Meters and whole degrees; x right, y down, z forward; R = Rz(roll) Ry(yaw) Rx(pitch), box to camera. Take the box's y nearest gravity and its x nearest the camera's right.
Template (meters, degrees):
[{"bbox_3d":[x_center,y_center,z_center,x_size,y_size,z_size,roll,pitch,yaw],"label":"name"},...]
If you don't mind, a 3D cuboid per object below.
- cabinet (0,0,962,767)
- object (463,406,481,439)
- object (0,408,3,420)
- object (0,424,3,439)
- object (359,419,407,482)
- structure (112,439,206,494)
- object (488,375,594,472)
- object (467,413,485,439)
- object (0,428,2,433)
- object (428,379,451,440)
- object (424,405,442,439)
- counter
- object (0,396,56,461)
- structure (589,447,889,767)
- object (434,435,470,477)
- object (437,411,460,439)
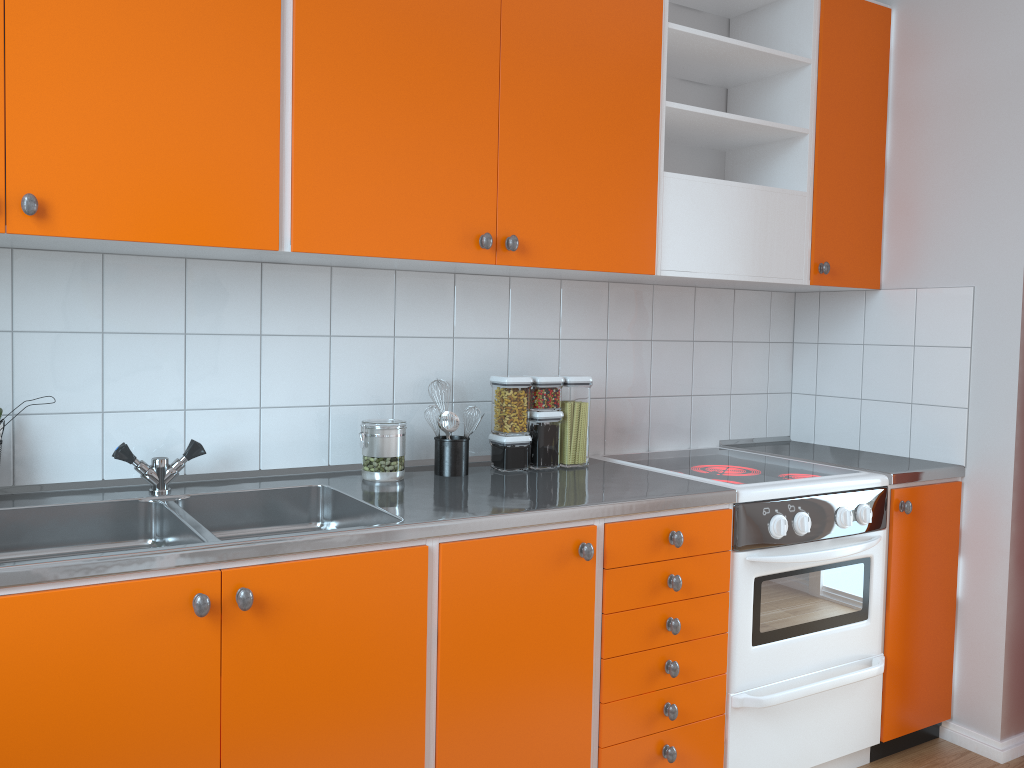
[{"bbox_3d":[-0.083,-0.057,2.189,3.077,2.347,0.711,-1,4,-31],"label":"cabinet"},{"bbox_3d":[-0.116,0.121,2.342,0.044,0.131,0.077,-1,4,-40],"label":"object"},{"bbox_3d":[-1.126,0.151,1.885,0.024,0.198,0.074,3,4,36],"label":"object"},{"bbox_3d":[-1.108,0.168,1.877,0.021,0.166,0.054,3,4,34],"label":"object"},{"bbox_3d":[-0.330,0.170,2.281,0.117,0.150,0.117,1,3,3],"label":"object"},{"bbox_3d":[-0.811,0.190,2.042,0.199,0.116,0.049,-1,4,-31],"label":"structure"},{"bbox_3d":[0.083,0.107,2.517,0.298,0.260,0.095,-1,4,-31],"label":"object"},{"bbox_3d":[-0.119,0.158,2.379,0.119,0.164,0.034,4,4,39],"label":"object"},{"bbox_3d":[-1.104,0.173,1.855,0.021,0.158,0.077,3,3,26],"label":"object"},{"bbox_3d":[-0.173,0.113,2.432,0.063,0.251,0.187,0,3,-30],"label":"object"},{"bbox_3d":[-0.198,0.148,2.357,0.045,0.190,0.107,2,3,20],"label":"object"},{"bbox_3d":[-0.102,0.297,2.221,3.076,0.132,0.687,-1,4,-31],"label":"counter"},{"bbox_3d":[-1.143,0.132,1.845,0.175,0.243,0.325,3,4,35],"label":"object"},{"bbox_3d":[0.651,0.672,2.670,0.613,0.864,0.739,-1,4,-32],"label":"structure"},{"bbox_3d":[-0.162,0.195,2.375,0.097,0.105,0.095,4,4,39],"label":"object"},{"bbox_3d":[-0.178,0.157,2.338,0.052,0.176,0.088,0,3,-23],"label":"object"}]
